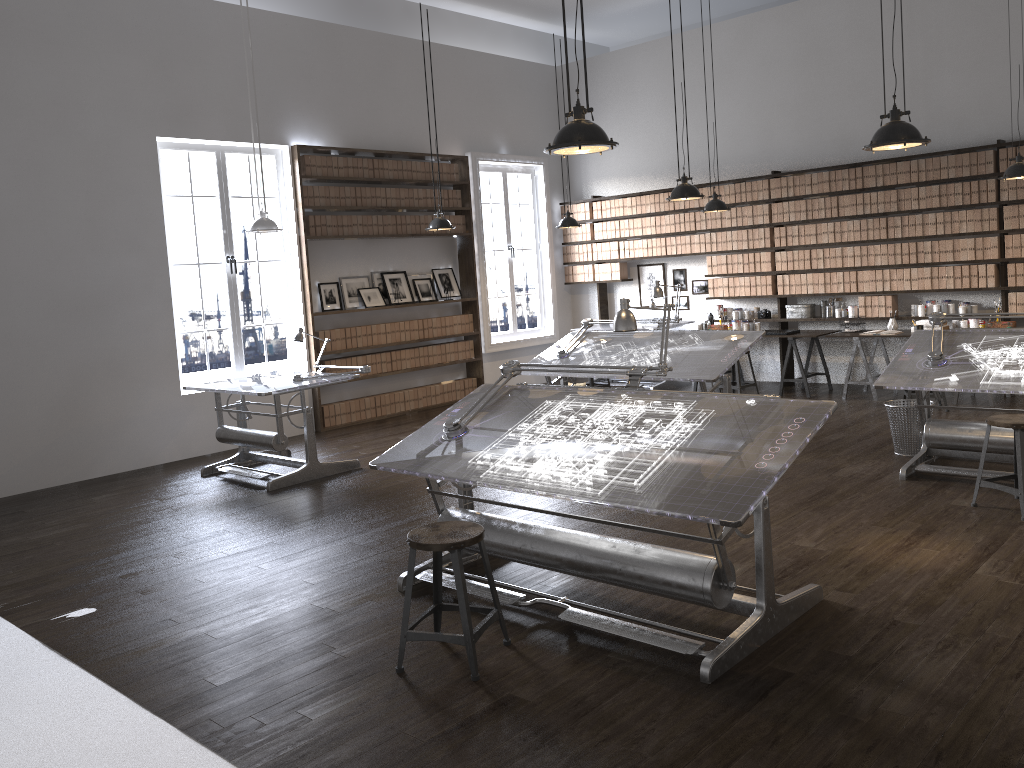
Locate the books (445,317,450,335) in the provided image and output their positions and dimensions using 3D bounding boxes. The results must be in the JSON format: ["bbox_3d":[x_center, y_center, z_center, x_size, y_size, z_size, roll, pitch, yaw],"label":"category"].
[{"bbox_3d":[-0.842,-0.706,10.822,0.174,0.225,0.067,1,7,43],"label":"books"}]

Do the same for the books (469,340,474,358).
[{"bbox_3d":[-0.563,-0.440,11.124,0.174,0.225,0.067,1,7,43],"label":"books"}]

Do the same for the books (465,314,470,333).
[{"bbox_3d":[-0.619,-0.753,11.071,0.174,0.225,0.067,1,7,43],"label":"books"}]

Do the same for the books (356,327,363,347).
[{"bbox_3d":[-1.749,-0.521,9.852,0.174,0.225,0.067,1,7,43],"label":"books"}]

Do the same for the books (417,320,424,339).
[{"bbox_3d":[-1.138,-0.647,10.513,0.174,0.224,0.067,1,7,43],"label":"books"}]

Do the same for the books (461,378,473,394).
[{"bbox_3d":[-0.577,0.047,11.115,0.174,0.224,0.067,1,7,43],"label":"books"}]

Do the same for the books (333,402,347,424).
[{"bbox_3d":[-1.898,0.317,9.693,0.174,0.224,0.067,1,7,43],"label":"books"}]

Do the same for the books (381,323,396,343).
[{"bbox_3d":[-1.425,-0.588,10.204,0.174,0.225,0.067,1,7,43],"label":"books"}]

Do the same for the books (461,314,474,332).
[{"bbox_3d":[-0.570,-0.762,11.114,0.174,0.225,0.067,1,7,43],"label":"books"}]

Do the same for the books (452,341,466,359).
[{"bbox_3d":[-0.662,-0.420,11.024,0.174,0.225,0.067,1,7,43],"label":"books"}]

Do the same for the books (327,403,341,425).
[{"bbox_3d":[-1.946,0.327,9.639,0.174,0.225,0.067,1,7,43],"label":"books"}]

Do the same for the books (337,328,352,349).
[{"bbox_3d":[-1.848,-0.501,9.745,0.174,0.225,0.067,1,7,43],"label":"books"}]

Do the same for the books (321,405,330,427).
[{"bbox_3d":[-2.045,0.346,9.541,0.174,0.225,0.067,1,7,43],"label":"books"}]

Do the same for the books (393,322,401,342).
[{"bbox_3d":[-1.379,-0.598,10.256,0.174,0.225,0.067,1,7,43],"label":"books"}]

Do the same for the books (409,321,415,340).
[{"bbox_3d":[-1.228,-0.628,10.408,0.174,0.225,0.067,1,7,43],"label":"books"}]

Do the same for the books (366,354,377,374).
[{"bbox_3d":[-1.613,-0.226,10.003,0.174,0.225,0.067,1,7,43],"label":"books"}]

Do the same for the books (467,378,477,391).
[{"bbox_3d":[-0.524,0.036,11.169,0.174,0.224,0.067,1,7,43],"label":"books"}]

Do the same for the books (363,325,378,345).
[{"bbox_3d":[-1.606,-0.550,10.003,0.174,0.225,0.067,1,7,43],"label":"books"}]

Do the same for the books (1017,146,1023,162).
[{"bbox_3d":[4.847,-2.136,8.396,0.067,0.225,0.175,0,7,43],"label":"books"}]

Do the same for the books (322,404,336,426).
[{"bbox_3d":[-1.996,0.337,9.591,0.174,0.225,0.067,1,7,43],"label":"books"}]

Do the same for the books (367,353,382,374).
[{"bbox_3d":[-1.565,-0.236,10.055,0.174,0.225,0.067,1,7,43],"label":"books"}]

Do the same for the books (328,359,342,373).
[{"bbox_3d":[-1.936,-0.160,9.653,0.174,0.225,0.067,1,7,43],"label":"books"}]

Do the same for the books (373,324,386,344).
[{"bbox_3d":[-1.520,-0.568,10.099,0.174,0.224,0.067,1,7,43],"label":"books"}]

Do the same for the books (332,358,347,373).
[{"bbox_3d":[-1.892,-0.169,9.706,0.174,0.225,0.067,1,7,43],"label":"books"}]

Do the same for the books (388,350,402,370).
[{"bbox_3d":[-1.368,-0.276,10.267,0.174,0.224,0.067,1,7,43],"label":"books"}]

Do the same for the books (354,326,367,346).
[{"bbox_3d":[-1.704,-0.531,9.906,0.174,0.225,0.067,1,7,43],"label":"books"}]

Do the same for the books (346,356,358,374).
[{"bbox_3d":[-1.792,-0.189,9.804,0.174,0.225,0.067,1,7,43],"label":"books"}]

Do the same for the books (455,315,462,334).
[{"bbox_3d":[-0.710,-0.734,10.965,0.174,0.225,0.067,1,7,43],"label":"books"}]

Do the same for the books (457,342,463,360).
[{"bbox_3d":[-0.703,-0.411,10.971,0.174,0.225,0.067,1,7,43],"label":"books"}]

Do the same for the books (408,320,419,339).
[{"bbox_3d":[-1.188,-0.637,10.457,0.174,0.224,0.067,1,7,43],"label":"books"}]

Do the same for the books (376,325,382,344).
[{"bbox_3d":[-1.564,-0.560,10.054,0.174,0.224,0.067,1,7,43],"label":"books"}]

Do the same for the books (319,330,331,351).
[{"bbox_3d":[-2.033,-0.463,9.544,0.174,0.225,0.067,1,7,43],"label":"books"}]

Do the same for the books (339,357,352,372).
[{"bbox_3d":[-1.843,-0.179,9.756,0.174,0.225,0.067,1,7,43],"label":"books"}]

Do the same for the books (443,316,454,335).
[{"bbox_3d":[-0.801,-0.716,10.873,0.174,0.224,0.067,1,7,43],"label":"books"}]

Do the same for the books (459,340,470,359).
[{"bbox_3d":[-0.614,-0.430,11.075,0.174,0.225,0.067,1,7,43],"label":"books"}]

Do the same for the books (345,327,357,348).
[{"bbox_3d":[-1.801,-0.512,9.803,0.174,0.225,0.067,1,7,43],"label":"books"}]

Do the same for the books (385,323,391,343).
[{"bbox_3d":[-1.470,-0.579,10.150,0.174,0.225,0.067,1,7,43],"label":"books"}]

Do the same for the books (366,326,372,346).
[{"bbox_3d":[-1.656,-0.541,9.958,0.174,0.225,0.067,1,7,43],"label":"books"}]

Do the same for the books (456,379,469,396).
[{"bbox_3d":[-0.624,0.057,11.057,0.174,0.225,0.067,1,7,43],"label":"books"}]

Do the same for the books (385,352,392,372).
[{"bbox_3d":[-1.469,-0.256,10.159,0.174,0.225,0.067,1,7,43],"label":"books"}]

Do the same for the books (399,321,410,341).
[{"bbox_3d":[-1.277,-0.618,10.355,0.174,0.225,0.067,1,7,43],"label":"books"}]

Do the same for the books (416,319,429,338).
[{"bbox_3d":[-1.084,-0.657,10.564,0.174,0.225,0.067,1,7,43],"label":"books"}]

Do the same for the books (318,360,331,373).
[{"bbox_3d":[-2.032,-0.139,9.545,0.174,0.225,0.067,1,7,43],"label":"books"}]

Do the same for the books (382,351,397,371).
[{"bbox_3d":[-1.414,-0.266,10.210,0.174,0.225,0.067,1,7,43],"label":"books"}]

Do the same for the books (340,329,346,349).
[{"bbox_3d":[-1.902,-0.491,9.695,0.174,0.224,0.067,1,7,43],"label":"books"}]

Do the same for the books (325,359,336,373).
[{"bbox_3d":[-1.983,-0.149,9.598,0.174,0.225,0.067,1,7,43],"label":"books"}]

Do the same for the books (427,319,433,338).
[{"bbox_3d":[-1.037,-0.668,10.622,0.174,0.225,0.067,1,7,43],"label":"books"}]

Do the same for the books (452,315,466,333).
[{"bbox_3d":[-0.665,-0.743,11.019,0.174,0.225,0.067,1,7,43],"label":"books"}]

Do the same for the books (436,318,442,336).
[{"bbox_3d":[-0.941,-0.687,10.725,0.174,0.225,0.067,1,7,43],"label":"books"}]

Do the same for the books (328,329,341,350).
[{"bbox_3d":[-1.945,-0.482,9.645,0.174,0.224,0.067,1,7,43],"label":"books"}]

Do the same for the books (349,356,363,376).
[{"bbox_3d":[-1.745,-0.199,9.858,0.174,0.224,0.067,1,7,43],"label":"books"}]

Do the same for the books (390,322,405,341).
[{"bbox_3d":[-1.329,-0.608,10.305,0.174,0.225,0.067,1,7,43],"label":"books"}]

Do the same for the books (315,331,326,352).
[{"bbox_3d":[-2.085,-0.453,9.493,0.174,0.225,0.067,1,7,43],"label":"books"}]

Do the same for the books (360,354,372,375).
[{"bbox_3d":[-1.654,-0.217,9.950,0.174,0.225,0.067,1,7,43],"label":"books"}]

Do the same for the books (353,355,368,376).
[{"bbox_3d":[-1.703,-0.208,9.905,0.174,0.224,0.067,1,7,43],"label":"books"}]

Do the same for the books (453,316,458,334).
[{"bbox_3d":[-0.757,-0.724,10.918,0.174,0.224,0.067,1,7,43],"label":"books"}]

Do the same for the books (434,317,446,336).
[{"bbox_3d":[-0.893,-0.697,10.776,0.174,0.225,0.067,1,7,43],"label":"books"}]

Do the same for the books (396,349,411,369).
[{"bbox_3d":[-1.272,-0.295,10.366,0.174,0.225,0.067,1,7,43],"label":"books"}]

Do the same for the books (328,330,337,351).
[{"bbox_3d":[-1.984,-0.473,9.596,0.174,0.225,0.067,1,7,43],"label":"books"}]

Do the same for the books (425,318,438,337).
[{"bbox_3d":[-0.986,-0.677,10.671,0.174,0.225,0.067,1,7,43],"label":"books"}]
